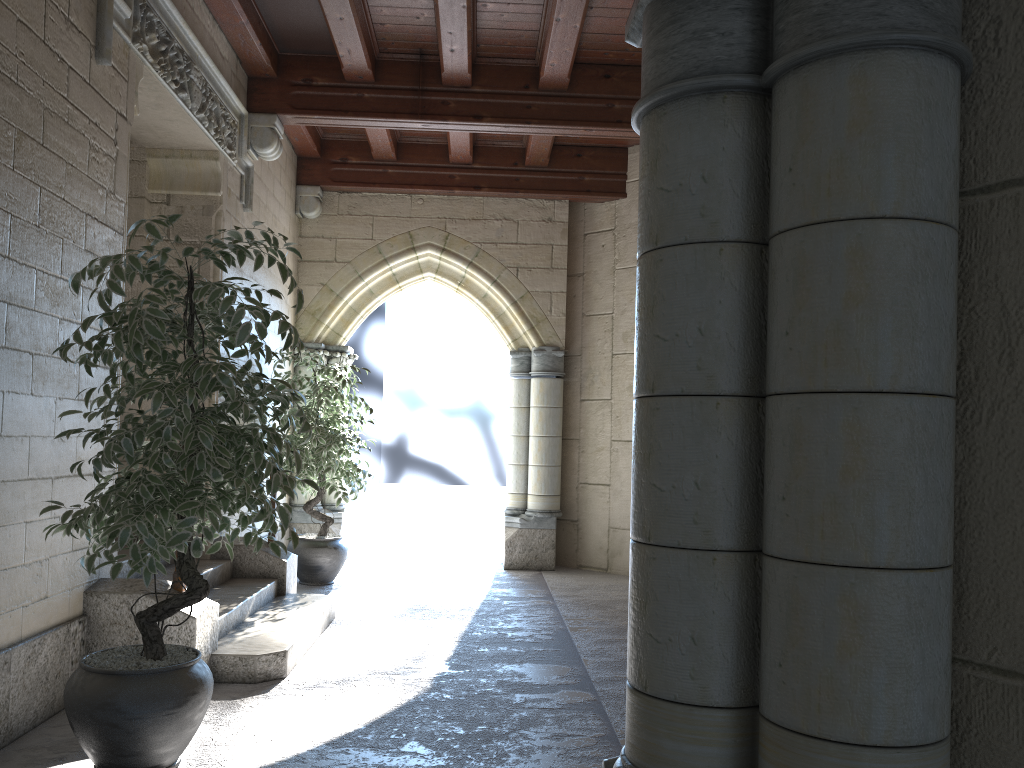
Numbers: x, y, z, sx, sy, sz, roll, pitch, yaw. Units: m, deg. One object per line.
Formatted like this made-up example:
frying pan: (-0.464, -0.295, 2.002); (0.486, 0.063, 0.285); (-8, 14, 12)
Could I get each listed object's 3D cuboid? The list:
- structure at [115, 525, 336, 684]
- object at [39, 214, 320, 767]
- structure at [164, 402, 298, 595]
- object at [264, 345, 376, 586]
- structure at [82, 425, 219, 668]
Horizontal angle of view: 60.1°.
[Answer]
structure: (-2.219, 0.802, 4.201); (2.573, 0.808, 1.464); (2, -3, -2)
object: (-0.983, 0.323, 2.675); (0.786, 1.616, 0.752); (1, -2, 29)
structure: (-1.680, 0.640, 4.941); (0.888, 1.260, 0.474); (2, -2, -2)
object: (-1.320, 0.547, 6.013); (0.787, 1.616, 0.752); (2, -2, -6)
structure: (-1.623, 0.543, 3.533); (0.888, 1.260, 0.477); (2, -2, -2)
